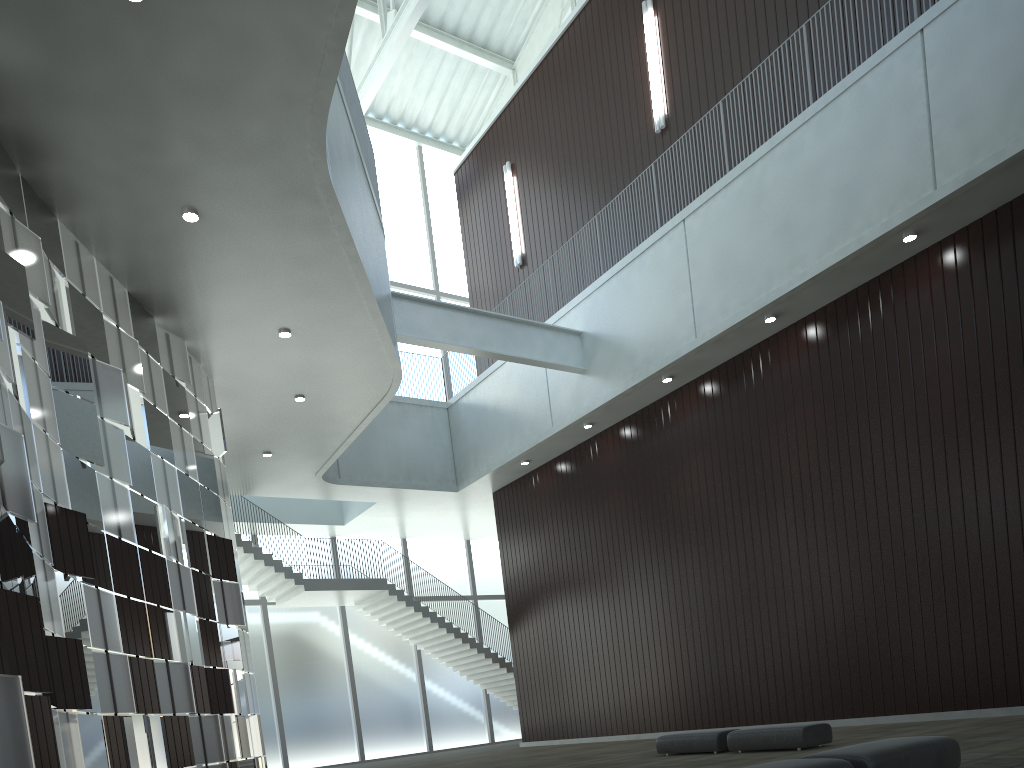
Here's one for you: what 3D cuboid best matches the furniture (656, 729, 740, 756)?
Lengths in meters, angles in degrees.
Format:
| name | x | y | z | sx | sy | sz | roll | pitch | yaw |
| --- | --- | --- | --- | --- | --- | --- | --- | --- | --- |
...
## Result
| name | x | y | z | sx | sy | sz | roll | pitch | yaw |
| --- | --- | --- | --- | --- | --- | --- | --- | --- | --- |
| furniture | 9.056 | 17.259 | 38.534 | 2.117 | 1.029 | 4.327 | 4 | -24 | -33 |

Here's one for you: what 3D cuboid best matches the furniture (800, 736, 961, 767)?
| name | x | y | z | sx | sy | sz | roll | pitch | yaw |
| --- | --- | --- | --- | --- | --- | --- | --- | --- | --- |
| furniture | 9.223 | 9.575 | 20.121 | 3.996 | 1.037 | 2.290 | 7 | -22 | -33 |

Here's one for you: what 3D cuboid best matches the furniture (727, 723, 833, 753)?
| name | x | y | z | sx | sy | sz | roll | pitch | yaw |
| --- | --- | --- | --- | --- | --- | --- | --- | --- | --- |
| furniture | 11.559 | 15.385 | 34.763 | 2.117 | 1.029 | 4.327 | 4 | -24 | -33 |

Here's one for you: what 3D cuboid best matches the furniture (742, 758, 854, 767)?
| name | x | y | z | sx | sy | sz | roll | pitch | yaw |
| --- | --- | --- | --- | --- | --- | --- | --- | --- | --- |
| furniture | 5.490 | 8.992 | 17.632 | 3.996 | 1.037 | 2.290 | 7 | -22 | -33 |
